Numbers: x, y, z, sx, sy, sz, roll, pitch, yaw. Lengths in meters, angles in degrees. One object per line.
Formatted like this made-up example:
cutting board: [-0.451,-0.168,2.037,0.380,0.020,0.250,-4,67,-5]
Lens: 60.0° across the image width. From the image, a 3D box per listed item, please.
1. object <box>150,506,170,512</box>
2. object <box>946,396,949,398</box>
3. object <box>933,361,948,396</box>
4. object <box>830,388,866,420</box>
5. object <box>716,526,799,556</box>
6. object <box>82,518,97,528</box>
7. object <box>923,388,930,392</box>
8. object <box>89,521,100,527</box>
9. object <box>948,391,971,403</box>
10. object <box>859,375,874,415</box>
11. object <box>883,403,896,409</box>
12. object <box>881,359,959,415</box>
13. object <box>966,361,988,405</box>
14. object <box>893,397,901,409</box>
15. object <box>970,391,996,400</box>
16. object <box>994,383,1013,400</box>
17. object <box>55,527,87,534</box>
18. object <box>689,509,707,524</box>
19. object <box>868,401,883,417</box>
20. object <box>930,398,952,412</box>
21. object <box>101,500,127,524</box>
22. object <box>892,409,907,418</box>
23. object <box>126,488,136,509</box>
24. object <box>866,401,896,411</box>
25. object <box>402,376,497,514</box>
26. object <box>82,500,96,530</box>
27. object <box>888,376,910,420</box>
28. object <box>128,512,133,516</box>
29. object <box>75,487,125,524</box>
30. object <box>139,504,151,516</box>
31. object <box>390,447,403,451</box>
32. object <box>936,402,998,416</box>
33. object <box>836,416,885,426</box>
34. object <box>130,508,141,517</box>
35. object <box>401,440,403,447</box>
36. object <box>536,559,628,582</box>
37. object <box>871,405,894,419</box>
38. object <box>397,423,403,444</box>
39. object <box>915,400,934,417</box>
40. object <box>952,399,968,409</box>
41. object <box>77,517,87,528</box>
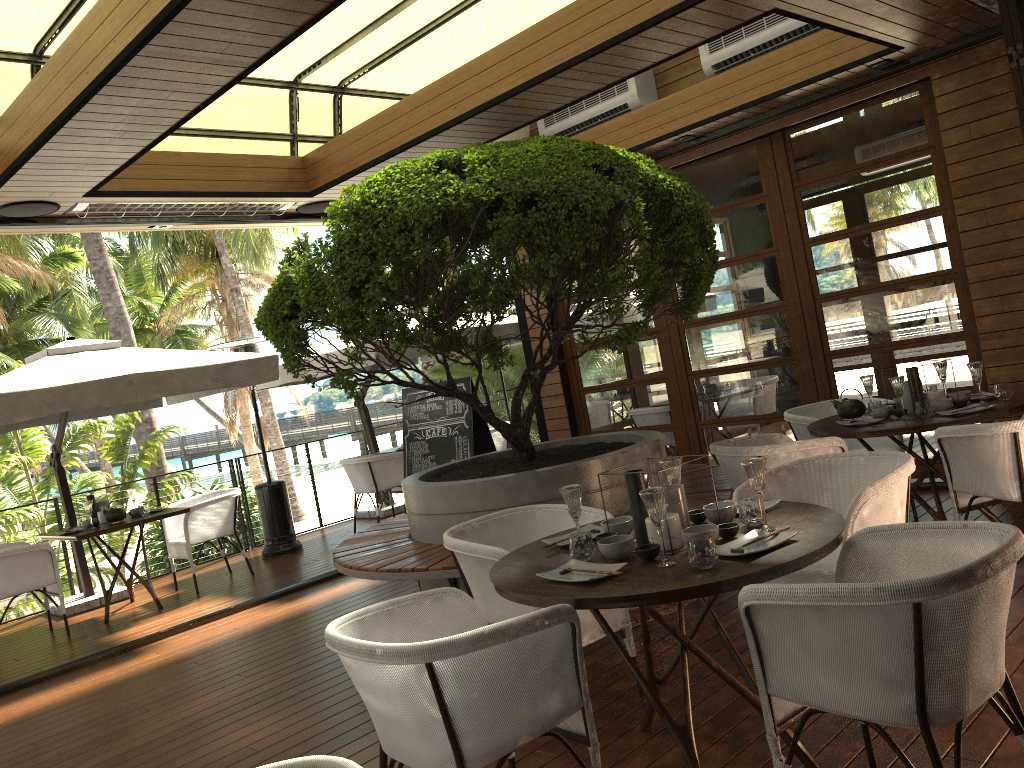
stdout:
object: [-3.078,1.085,7.630,0.170,0.025,0.294,-12,2,-44]
object: [2.479,0.091,5.052,0.080,0.042,0.080,-10,1,24]
object: [2.515,-0.015,5.166,0.082,0.227,0.082,-11,0,-3]
object: [1.969,0.114,5.166,0.163,0.179,0.168,-11,1,-6]
object: [0.738,0.474,2.664,0.295,0.025,0.170,-11,1,-36]
object: [-3.445,1.141,7.239,0.116,0.065,0.116,-10,1,44]
object: [2.432,0.074,5.213,0.086,0.086,0.087,-10,1,40]
object: [-3.374,1.141,7.170,0.080,0.042,0.080,-10,1,7]
object: [2.493,0.080,4.926,0.116,0.065,0.116,-10,1,17]
object: [2.095,0.063,5.190,0.082,0.227,0.082,-11,0,-20]
object: [2.205,0.140,5.185,0.080,0.042,0.080,-11,1,-11]
object: [2.276,0.019,4.952,0.263,0.264,0.263,-11,1,-9]
object: [2.500,-0.004,4.753,0.082,0.227,0.082,-11,0,-20]
object: [2.303,0.109,5.201,0.116,0.065,0.116,-11,1,-33]
object: [2.641,0.071,5.012,0.170,0.025,0.294,-11,1,-4]
object: [2.649,0.042,4.779,0.087,0.086,0.086,-11,1,-45]
object: [-3.518,1.178,7.095,0.170,0.025,0.294,-12,2,-44]
object: [0.658,0.471,3.132,0.080,0.042,0.080,-10,1,11]
object: [2.073,0.144,5.050,0.087,0.086,0.086,-11,1,-45]
object: [2.298,0.120,4.746,0.116,0.065,0.116,-11,1,-33]
object: [-3.268,1.049,7.295,0.168,0.179,0.163,-11,1,-42]
object: [2.121,0.162,4.844,0.080,0.042,0.080,-10,1,24]
object: [-3.257,1.012,7.634,0.082,0.227,0.082,-11,0,-43]
object: [2.212,0.144,5.358,0.295,0.025,0.170,-11,1,-9]
object: [-0.567,0.673,8.085,0.767,1.397,0.773,-10,0,30]
object: [-3.377,1.046,7.090,0.082,0.227,0.082,-10,0,35]
object: [2.081,0.075,4.750,0.082,0.227,0.082,-11,0,-3]
object: [-3.226,1.105,7.556,0.080,0.042,0.080,-10,1,7]
object: [-3.481,1.042,7.512,0.263,0.264,0.263,-11,1,1]
object: [-3.073,1.057,7.419,0.087,0.086,0.086,-11,1,-40]
object: [-1.147,0.686,9.462,0.170,0.025,0.294,-12,2,-44]
object: [2.369,0.130,4.574,0.295,0.025,0.170,-11,1,-9]
object: [1.917,0.209,4.854,0.170,0.025,0.294,-11,1,-4]
object: [-3.159,1.083,7.486,0.116,0.065,0.116,-10,1,44]
object: [-1.165,0.654,9.669,0.087,0.086,0.086,-11,1,-40]
object: [0.229,0.569,2.674,0.170,0.025,0.294,-12,2,-41]
object: [2.066,0.159,4.936,0.116,0.065,0.116,-10,1,17]
object: [-1.110,0.550,9.878,0.263,0.264,0.263,-11,1,1]
object: [2.181,0.132,4.692,0.086,0.086,0.087,-10,1,40]
object: [2.414,0.109,4.776,0.080,0.042,0.080,-11,1,-11]
object: [-3.537,1.146,7.303,0.087,0.086,0.086,-11,1,-40]
